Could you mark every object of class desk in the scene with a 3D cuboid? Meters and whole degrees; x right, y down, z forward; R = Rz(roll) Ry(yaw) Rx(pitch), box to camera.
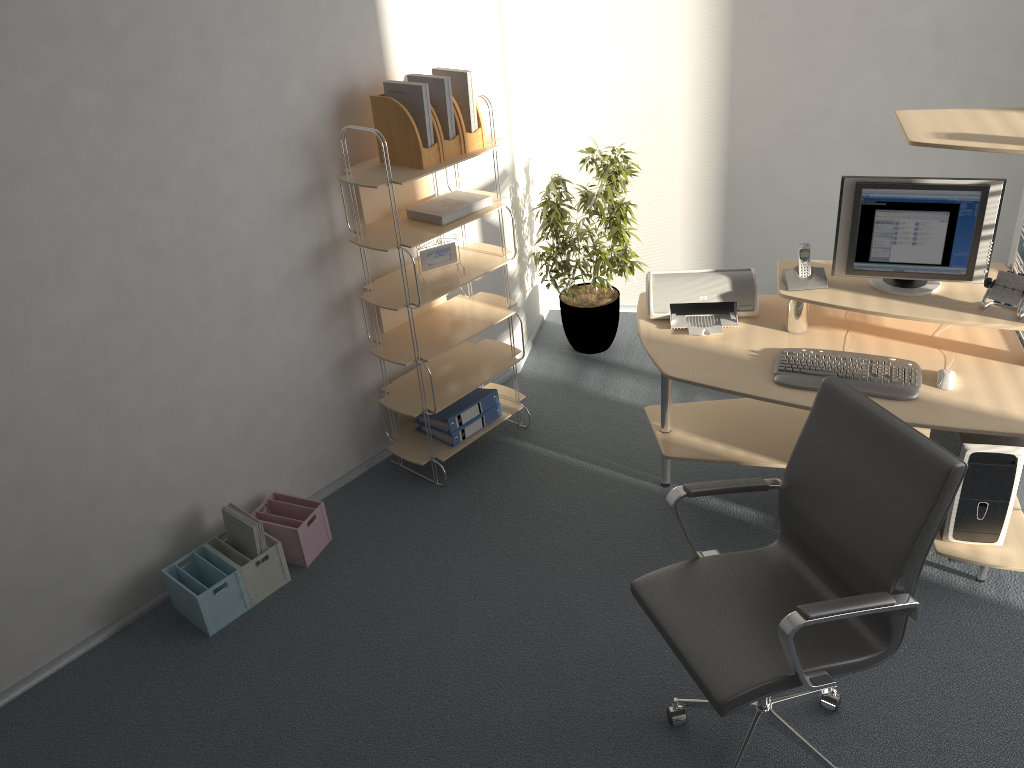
[{"bbox_3d":[1.142,-0.161,3.201,1.469,1.566,0.967,3,31,14],"label":"desk"}]

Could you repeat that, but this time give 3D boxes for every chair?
[{"bbox_3d":[0.730,0.608,2.455,0.652,1.048,0.584,-14,31,-15],"label":"chair"}]

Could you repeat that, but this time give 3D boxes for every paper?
[{"bbox_3d":[-0.260,-0.739,3.698,0.213,0.046,0.297,20,38,37],"label":"paper"},{"bbox_3d":[-0.315,-1.064,3.509,0.213,0.297,0.045,21,39,37],"label":"paper"},{"bbox_3d":[-1.023,0.631,3.430,0.220,0.306,0.068,20,38,37],"label":"paper"},{"bbox_3d":[-0.228,-1.115,3.583,0.213,0.297,0.045,23,40,40],"label":"paper"},{"bbox_3d":[-0.395,-1.011,3.431,0.213,0.297,0.045,19,38,35],"label":"paper"}]

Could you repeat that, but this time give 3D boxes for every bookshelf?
[{"bbox_3d":[-0.302,-0.385,3.830,0.381,1.572,0.724,20,39,37],"label":"bookshelf"}]

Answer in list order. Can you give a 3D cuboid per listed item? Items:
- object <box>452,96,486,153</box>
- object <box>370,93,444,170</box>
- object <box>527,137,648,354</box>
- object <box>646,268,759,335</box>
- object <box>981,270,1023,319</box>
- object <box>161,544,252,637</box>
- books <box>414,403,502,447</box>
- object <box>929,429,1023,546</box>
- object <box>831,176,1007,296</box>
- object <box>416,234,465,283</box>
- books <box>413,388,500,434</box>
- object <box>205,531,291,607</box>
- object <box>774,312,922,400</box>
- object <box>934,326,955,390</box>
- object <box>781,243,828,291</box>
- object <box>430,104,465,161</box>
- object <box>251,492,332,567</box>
[{"bbox_3d":[-0.240,-1.089,3.580,0.243,0.259,0.113,23,40,40],"label":"object"},{"bbox_3d":[-0.405,-0.985,3.427,0.243,0.259,0.113,19,38,35],"label":"object"},{"bbox_3d":[0.427,-0.701,4.691,0.544,1.147,0.644,21,39,38],"label":"object"},{"bbox_3d":[0.753,-0.333,3.499,0.438,0.162,0.351,-1,30,7],"label":"object"},{"bbox_3d":[1.688,-0.309,3.012,0.093,0.135,0.154,-26,36,-31],"label":"object"},{"bbox_3d":[-1.147,0.777,3.339,0.245,0.202,0.185,20,38,37],"label":"object"},{"bbox_3d":[-0.251,0.150,4.117,0.262,0.072,0.320,21,39,38],"label":"books"},{"bbox_3d":[1.668,0.278,3.221,0.199,0.422,0.471,3,31,14],"label":"object"},{"bbox_3d":[1.455,-0.556,3.195,0.516,0.418,0.245,12,34,27],"label":"object"},{"bbox_3d":[-0.306,-0.532,3.720,0.192,0.161,0.077,-20,33,-24],"label":"object"},{"bbox_3d":[-0.262,0.100,4.095,0.263,0.100,0.320,21,39,38],"label":"books"},{"bbox_3d":[-1.027,0.698,3.456,0.245,0.202,0.185,20,38,37],"label":"object"},{"bbox_3d":[1.258,-0.155,3.293,0.478,0.082,0.814,7,32,21],"label":"object"},{"bbox_3d":[1.595,-0.154,3.231,0.168,0.088,0.742,4,31,16],"label":"object"},{"bbox_3d":[1.102,-0.448,3.334,0.150,0.151,0.119,-4,30,2],"label":"object"},{"bbox_3d":[-0.326,-1.038,3.505,0.243,0.259,0.113,21,39,37],"label":"object"},{"bbox_3d":[-0.902,0.594,3.614,0.245,0.202,0.185,8,32,22],"label":"object"}]
